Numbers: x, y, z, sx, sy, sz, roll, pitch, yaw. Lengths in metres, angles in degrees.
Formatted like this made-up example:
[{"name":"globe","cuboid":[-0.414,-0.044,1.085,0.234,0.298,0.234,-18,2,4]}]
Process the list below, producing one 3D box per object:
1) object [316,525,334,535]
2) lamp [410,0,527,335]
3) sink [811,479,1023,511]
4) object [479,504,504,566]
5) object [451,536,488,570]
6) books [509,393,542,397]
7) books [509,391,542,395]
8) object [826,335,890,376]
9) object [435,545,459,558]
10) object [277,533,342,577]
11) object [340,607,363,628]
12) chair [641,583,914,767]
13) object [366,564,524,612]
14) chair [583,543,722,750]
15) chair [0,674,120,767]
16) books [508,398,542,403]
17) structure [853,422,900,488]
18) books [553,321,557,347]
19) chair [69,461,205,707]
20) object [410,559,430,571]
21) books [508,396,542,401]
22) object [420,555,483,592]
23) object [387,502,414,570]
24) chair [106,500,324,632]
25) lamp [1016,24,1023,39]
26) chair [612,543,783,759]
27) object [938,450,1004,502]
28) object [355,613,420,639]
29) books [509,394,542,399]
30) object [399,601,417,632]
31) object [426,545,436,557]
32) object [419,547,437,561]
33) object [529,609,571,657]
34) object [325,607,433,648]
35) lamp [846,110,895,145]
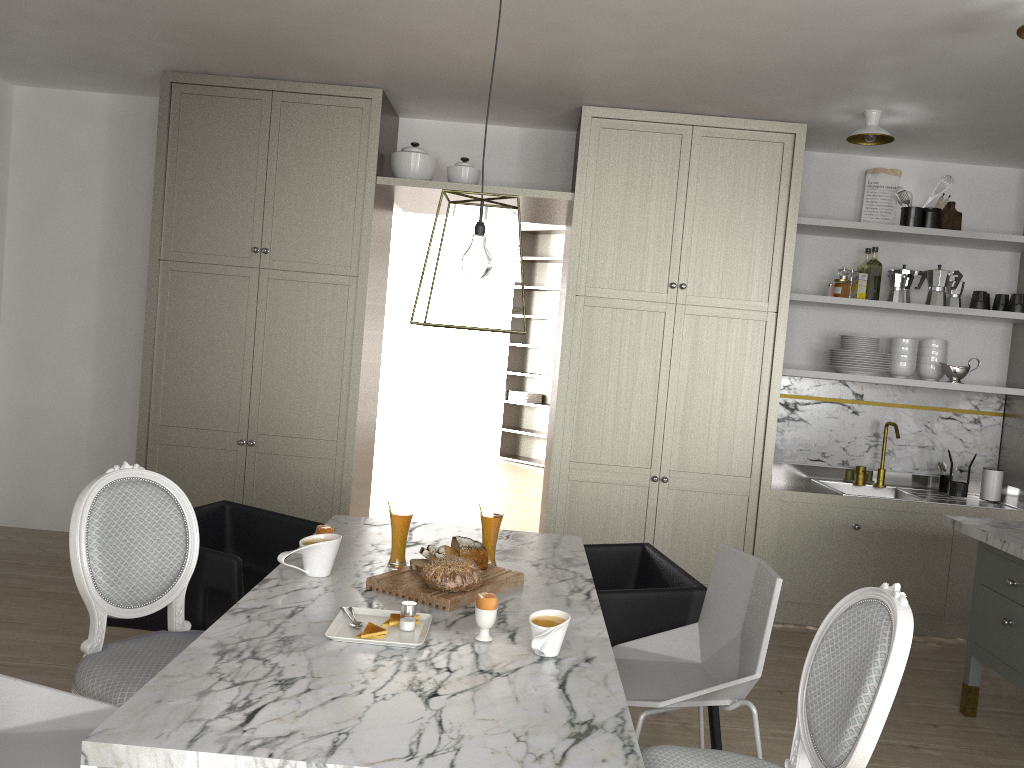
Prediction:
[{"name":"object","cuboid":[-0.528,0.445,2.489,0.050,0.101,0.050,5,3,-3]},{"name":"lamp","cuboid":[-0.065,-0.702,2.441,0.584,1.108,0.584,6,3,16]},{"name":"sink","cuboid":[2.009,0.639,4.459,0.877,0.174,0.475,5,3,1]},{"name":"object","cuboid":[-0.064,0.441,2.561,0.071,0.188,0.071,6,3,21]},{"name":"object","cuboid":[-0.117,0.464,2.458,0.090,0.087,0.086,4,3,-22]},{"name":"books","cuboid":[0.141,0.114,9.247,0.232,0.019,0.266,2,4,-45]},{"name":"books","cuboid":[0.143,0.095,9.246,0.232,0.019,0.268,2,4,-45]},{"name":"object","cuboid":[1.763,-0.145,4.515,0.306,0.195,0.300,5,3,-3]},{"name":"object","cuboid":[-0.172,0.473,2.386,0.074,0.067,0.079,4,3,-27]},{"name":"object","cuboid":[-0.523,0.455,2.329,0.110,0.105,0.170,6,3,21]},{"name":"object","cuboid":[-0.360,0.527,1.998,0.032,0.013,0.132,4,3,-25]},{"name":"chair","cuboid":[0.490,0.787,1.788,0.505,0.833,0.480,5,3,-2]},{"name":"object","cuboid":[-0.170,0.522,2.355,0.260,0.031,0.360,7,3,31]},{"name":"chair","cuboid":[0.305,0.848,2.790,0.609,0.597,0.569,4,3,-9]},{"name":"chair","cuboid":[-0.856,0.730,1.592,0.439,0.745,0.470,4,3,-14]},{"name":"books","cuboid":[0.136,0.173,9.250,0.232,0.019,0.265,2,4,-44]},{"name":"structure","cuboid":[1.885,0.364,4.591,0.167,0.347,0.195,5,3,8]},{"name":"books","cuboid":[0.507,-0.500,8.985,0.047,0.257,0.189,7,4,41]},{"name":"chair","cuboid":[-0.893,0.645,2.267,0.505,0.833,0.480,7,3,33]},{"name":"object","cuboid":[-0.245,0.491,2.402,0.068,0.017,0.077,4,3,-22]},{"name":"books","cuboid":[0.137,0.153,9.249,0.232,0.019,0.269,2,4,-43]},{"name":"object","cuboid":[-0.151,0.477,2.251,0.157,0.075,0.151,7,3,36]},{"name":"object","cuboid":[-0.315,0.423,2.484,0.071,0.188,0.071,6,3,21]},{"name":"chair","cuboid":[-0.951,0.735,2.880,0.609,0.597,0.569,6,3,16]},{"name":"lamp","cuboid":[1.545,-1.058,2.508,0.197,0.130,0.197,7,3,36]},{"name":"chair","cuboid":[0.409,0.806,2.272,0.439,0.745,0.470,4,3,-9]},{"name":"object","cuboid":[2.319,0.461,4.509,0.307,0.229,0.144,8,4,44]},{"name":"object","cuboid":[-0.280,0.536,1.961,0.068,0.014,0.197,6,3,29]},{"name":"books","cuboid":[0.139,0.134,9.248,0.274,0.019,0.232,8,4,43]},{"name":"object","cuboid":[-0.231,0.516,1.972,0.036,0.060,0.036,7,4,42]},{"name":"object","cuboid":[-0.198,0.472,2.438,0.072,0.057,0.083,4,3,-23]},{"name":"object","cuboid":[-0.219,0.473,2.418,0.073,0.055,0.083,4,3,-23]},{"name":"object","cuboid":[0.080,0.539,1.883,0.089,0.085,0.138,5,3,-4]},{"name":"object","cuboid":[-0.290,0.538,1.959,0.212,0.014,0.212,5,3,0]},{"name":"lamp","cuboid":[1.569,-1.122,3.871,0.197,0.130,0.197,7,3,36]}]
